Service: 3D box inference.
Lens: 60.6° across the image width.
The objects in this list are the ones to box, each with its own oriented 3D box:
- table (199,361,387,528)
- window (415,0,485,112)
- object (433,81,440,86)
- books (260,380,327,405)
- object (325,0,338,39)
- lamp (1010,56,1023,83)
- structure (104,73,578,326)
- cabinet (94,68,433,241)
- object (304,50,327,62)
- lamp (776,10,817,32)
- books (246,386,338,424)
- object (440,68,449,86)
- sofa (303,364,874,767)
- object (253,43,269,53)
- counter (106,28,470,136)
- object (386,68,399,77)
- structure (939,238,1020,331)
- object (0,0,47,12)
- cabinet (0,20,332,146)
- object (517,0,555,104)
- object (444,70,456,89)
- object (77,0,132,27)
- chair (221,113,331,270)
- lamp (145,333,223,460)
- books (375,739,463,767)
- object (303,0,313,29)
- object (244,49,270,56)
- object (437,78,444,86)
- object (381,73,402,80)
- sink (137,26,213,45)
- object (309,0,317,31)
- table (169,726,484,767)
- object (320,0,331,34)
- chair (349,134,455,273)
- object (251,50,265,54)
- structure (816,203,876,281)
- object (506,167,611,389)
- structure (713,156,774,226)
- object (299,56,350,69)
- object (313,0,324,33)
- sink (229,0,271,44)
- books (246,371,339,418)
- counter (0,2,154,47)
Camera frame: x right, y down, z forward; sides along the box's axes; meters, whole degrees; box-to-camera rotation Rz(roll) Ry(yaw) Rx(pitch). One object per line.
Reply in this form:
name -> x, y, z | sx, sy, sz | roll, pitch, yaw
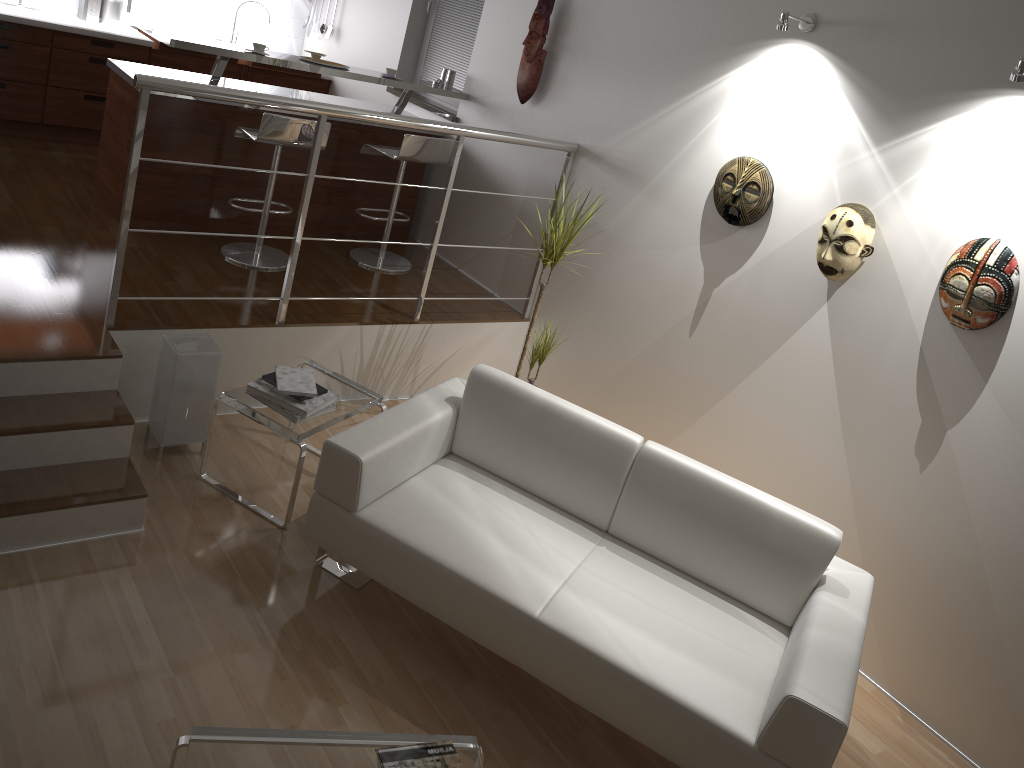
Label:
table -> -0.897, 0.222, 3.645 | 0.474, 0.384, 0.564 | 23, 21, 21
window -> -0.328, -2.510, 5.944 | 0.141, 1.216, 0.881 | 3, 21, -40
object -> -0.484, -1.928, 5.618 | 0.050, 0.018, 0.053 | -2, 27, -37
books -> -0.869, 0.014, 3.495 | 0.220, 0.014, 0.156 | 22, 23, 16
object -> -1.422, -2.924, 6.937 | 0.024, 0.366, 0.074 | 3, 20, -40
lamp -> 1.765, -1.067, 2.975 | 0.191, 0.104, 0.084 | -3, 25, -40
structure -> -0.673, -0.785, 4.204 | 2.324, 1.007, 0.060 | -4, 24, -40
cabinet -> -1.506, -1.397, 5.483 | 1.848, 0.719, 0.662 | -4, 26, -40
object -> -1.128, -1.888, 5.060 | 0.140, 0.040, 0.136 | -2, 28, -37
lamp -> 1.190, -1.527, 3.688 | 0.191, 0.104, 0.084 | -3, 25, -40
books -> -0.881, 0.057, 3.507 | 0.295, 0.026, 0.231 | 26, 25, 25
object -> -0.435, -1.981, 5.661 | 0.054, 0.105, 0.053 | 26, 19, 30
sofa -> 0.266, 0.606, 3.060 | 1.821, 0.710, 0.927 | 24, 21, 22
object -> -1.369, -1.819, 4.750 | 0.079, 0.044, 0.070 | 16, 20, 2
counter -> -1.242, -1.848, 5.369 | 2.103, 0.305, 0.877 | -4, 29, -39
object -> -0.732, -1.891, 5.327 | 0.079, 0.044, 0.070 | 14, 20, -5
structure -> 1.659, -0.362, 3.144 | 0.075, 0.340, 0.276 | 3, 22, -40
object -> -3.360, -2.709, 6.002 | 0.369, 0.230, 0.163 | -2, 25, -40
cabinet -> -3.063, -2.163, 6.223 | 3.504, 0.766, 0.711 | -4, 27, -40
object -> 0.154, -1.988, 5.020 | 0.151, 0.757, 0.157 | 16, 15, 2
object -> -0.396, -1.955, 5.622 | 0.054, 0.107, 0.053 | 26, 19, 30
object -> -2.901, -2.793, 6.291 | 0.329, 0.389, 0.171 | -1, 23, -41
chair -> -1.301, -1.077, 4.743 | 0.386, 0.814, 0.445 | 3, 21, -36
lamp -> -1.368, 0.048, 3.653 | 0.192, 0.461, 0.207 | 2, 21, -41
books -> -0.197, 0.987, 2.099 | 0.202, 0.054, 0.307 | 4, 24, -25
object -> -1.675, -3.123, 7.243 | 0.033, 0.367, 0.067 | 3, 20, -40
object -> -1.389, -1.800, 4.749 | 0.129, 0.008, 0.147 | -2, 28, -36
object -> -0.458, -1.931, 5.609 | 0.051, 0.043, 0.053 | 17, 19, 4
object -> -0.746, -1.869, 5.324 | 0.143, 0.008, 0.132 | 26, 25, 25
sink -> -2.445, -2.509, 6.601 | 0.600, 0.192, 0.628 | -3, 28, -39
object -> -1.624, -3.094, 7.201 | 0.008, 0.362, 0.034 | 3, 20, -40
table -> -0.400, 1.159, 1.951 | 0.788, 0.239, 0.738 | 9, 23, -16
object -> -1.475, -2.991, 7.039 | 0.043, 0.350, 0.095 | 3, 20, -41
chair -> -0.690, -1.126, 5.252 | 0.387, 0.814, 0.443 | -1, 23, -44
object -> -1.381, -1.803, 4.756 | 0.078, 0.002, 0.080 | 20, 23, 11
structure -> 1.313, -0.572, 3.521 | 0.129, 0.316, 0.254 | 2, 22, -39
object -> 0.105, -0.316, 4.210 | 0.498, 1.414, 0.462 | 7, 18, -29
structure -> 1.017, -0.867, 3.931 | 0.069, 0.303, 0.331 | 3, 23, -40
object -> -1.091, -1.874, 5.111 | 0.308, 0.010, 0.228 | -3, 28, -37
object -> -1.558, -3.037, 7.110 | 0.020, 0.363, 0.111 | 3, 20, -40
sink -> -1.892, -2.719, 6.974 | 0.672, 0.555, 0.628 | -1, 25, -40
books -> -0.874, 0.032, 3.500 | 0.292, 0.026, 0.234 | 22, 23, 16
counter -> -3.503, -2.460, 5.681 | 2.103, 0.038, 0.711 | -4, 29, -39
